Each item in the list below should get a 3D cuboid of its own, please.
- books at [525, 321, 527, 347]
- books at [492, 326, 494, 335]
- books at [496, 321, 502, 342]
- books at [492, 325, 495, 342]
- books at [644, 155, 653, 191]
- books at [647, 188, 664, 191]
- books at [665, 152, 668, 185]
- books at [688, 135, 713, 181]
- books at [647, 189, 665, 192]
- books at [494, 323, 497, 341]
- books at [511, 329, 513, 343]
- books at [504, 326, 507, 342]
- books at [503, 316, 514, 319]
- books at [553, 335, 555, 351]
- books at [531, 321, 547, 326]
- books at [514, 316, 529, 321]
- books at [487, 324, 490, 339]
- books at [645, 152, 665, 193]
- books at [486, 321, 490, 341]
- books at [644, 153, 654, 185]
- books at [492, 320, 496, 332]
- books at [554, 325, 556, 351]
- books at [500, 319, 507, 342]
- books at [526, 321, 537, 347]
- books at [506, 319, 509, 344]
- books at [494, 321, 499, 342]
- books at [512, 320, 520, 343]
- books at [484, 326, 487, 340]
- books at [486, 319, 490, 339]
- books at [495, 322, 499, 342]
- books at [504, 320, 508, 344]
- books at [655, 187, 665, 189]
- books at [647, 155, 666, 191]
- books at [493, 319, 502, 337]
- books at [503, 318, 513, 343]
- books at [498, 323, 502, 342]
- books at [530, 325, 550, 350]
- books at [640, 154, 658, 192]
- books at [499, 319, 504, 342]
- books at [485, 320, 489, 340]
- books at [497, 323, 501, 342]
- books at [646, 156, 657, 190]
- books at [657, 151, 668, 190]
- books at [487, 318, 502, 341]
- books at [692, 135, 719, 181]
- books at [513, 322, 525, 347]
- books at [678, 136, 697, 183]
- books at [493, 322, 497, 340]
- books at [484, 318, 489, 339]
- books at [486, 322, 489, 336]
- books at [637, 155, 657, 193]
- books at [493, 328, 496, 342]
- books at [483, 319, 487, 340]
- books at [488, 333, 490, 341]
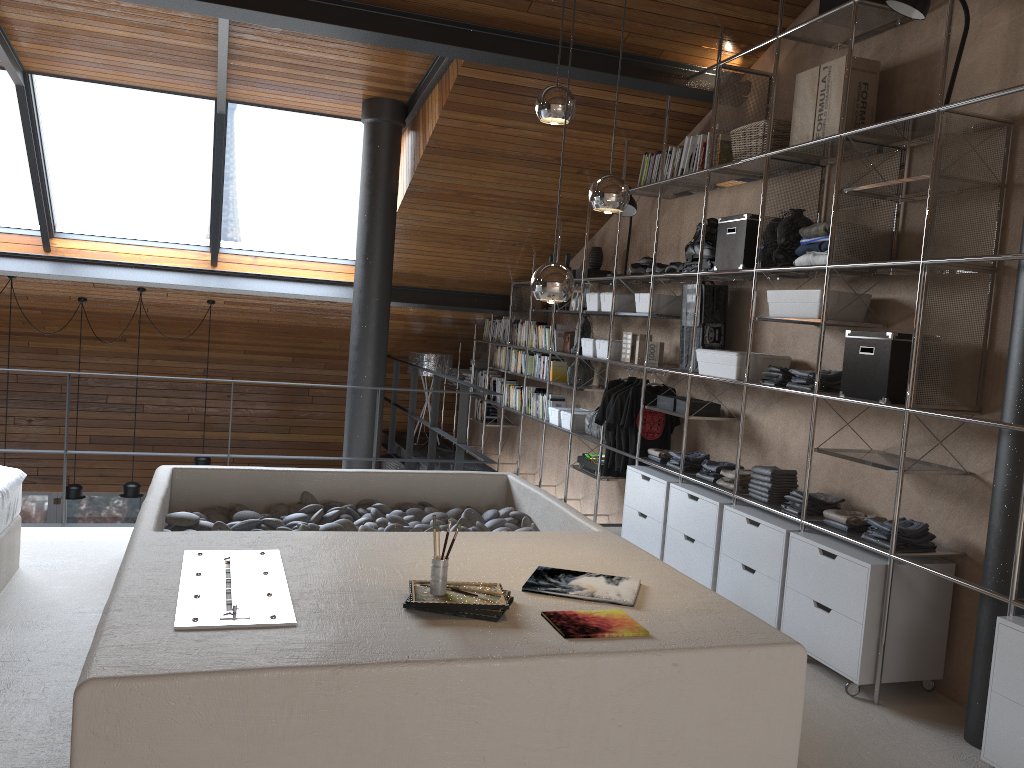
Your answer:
[{"bbox_3d":[0.184,-0.445,7.933,0.148,0.233,0.053,3,4,-19],"label":"books"},{"bbox_3d":[-0.143,-0.511,8.925,0.112,0.173,0.054,3,4,-19],"label":"books"},{"bbox_3d":[-0.076,-0.516,8.775,0.133,0.215,0.070,3,4,-18],"label":"books"},{"bbox_3d":[-0.139,-0.507,8.899,0.111,0.171,0.056,3,4,-19],"label":"books"},{"bbox_3d":[0.961,-1.405,5.901,0.148,0.229,0.073,3,4,-19],"label":"books"},{"bbox_3d":[0.965,-1.388,5.862,0.130,0.201,0.063,3,4,-19],"label":"books"},{"bbox_3d":[1.011,-1.367,5.644,0.111,0.194,0.059,3,4,-19],"label":"books"},{"bbox_3d":[1.169,-1.358,5.330,0.191,0.249,0.077,3,4,-18],"label":"books"},{"bbox_3d":[0.975,-1.403,5.893,0.148,0.229,0.073,3,4,-19],"label":"books"},{"bbox_3d":[-0.102,-0.512,8.846,0.138,0.189,0.065,3,4,-19],"label":"books"},{"bbox_3d":[0.061,-0.472,8.381,0.148,0.206,0.018,3,4,-19],"label":"books"},{"bbox_3d":[-0.002,-0.482,8.566,0.131,0.178,0.057,3,4,-19],"label":"books"},{"bbox_3d":[-0.038,-0.532,8.726,0.143,0.264,0.088,3,4,-19],"label":"books"},{"bbox_3d":[0.394,-0.352,7.323,0.119,0.166,0.072,3,4,-19],"label":"books"},{"bbox_3d":[0.240,-0.436,7.864,0.148,0.233,0.053,3,4,-19],"label":"books"},{"bbox_3d":[0.081,-0.500,8.354,0.143,0.268,0.020,3,4,-19],"label":"books"},{"bbox_3d":[-0.171,-0.541,9.111,0.146,0.208,0.071,3,4,-19],"label":"books"},{"bbox_3d":[0.963,-1.421,5.979,0.206,0.249,0.074,3,4,-19],"label":"books"},{"bbox_3d":[-0.187,-0.540,9.119,0.130,0.202,0.063,3,4,-19],"label":"books"},{"bbox_3d":[0.969,-1.401,5.875,0.160,0.228,0.080,3,4,-19],"label":"books"},{"bbox_3d":[-0.123,-0.533,8.949,0.161,0.220,0.074,3,4,-19],"label":"books"},{"bbox_3d":[0.423,-0.372,7.302,0.161,0.215,0.092,3,4,-19],"label":"books"},{"bbox_3d":[-0.027,-0.512,8.598,0.148,0.229,0.073,3,4,-19],"label":"books"},{"bbox_3d":[0.200,-0.441,7.888,0.148,0.233,0.053,3,4,-19],"label":"books"},{"bbox_3d":[0.024,-0.498,8.508,0.148,0.234,0.033,3,4,-19],"label":"books"},{"bbox_3d":[-0.094,-0.520,8.830,0.137,0.213,0.068,3,4,-19],"label":"books"},{"bbox_3d":[0.067,-0.482,8.335,0.129,0.231,0.010,3,4,-19],"label":"books"},{"bbox_3d":[-0.209,-0.543,9.198,0.131,0.178,0.057,3,4,-19],"label":"books"},{"bbox_3d":[-0.176,-0.554,9.146,0.160,0.228,0.080,3,4,-19],"label":"books"},{"bbox_3d":[-0.090,-0.514,8.817,0.131,0.202,0.068,3,4,-19],"label":"books"},{"bbox_3d":[0.012,-0.499,8.528,0.148,0.233,0.053,3,4,-19],"label":"books"},{"bbox_3d":[0.991,-1.381,5.788,0.130,0.201,0.063,3,4,-19],"label":"books"},{"bbox_3d":[0.974,-1.388,5.840,0.146,0.208,0.071,3,4,-19],"label":"books"},{"bbox_3d":[-0.119,-0.531,8.872,0.122,0.227,0.076,3,4,-19],"label":"books"},{"bbox_3d":[0.024,-0.511,8.601,0.191,0.249,0.077,3,4,-18],"label":"books"},{"bbox_3d":[-0.066,-0.506,8.749,0.123,0.201,0.071,3,4,-19],"label":"books"},{"bbox_3d":[0.294,-0.397,7.601,0.139,0.206,0.497,3,4,-19],"label":"books"},{"bbox_3d":[0.953,-1.408,5.939,0.169,0.229,0.077,3,4,-19],"label":"books"},{"bbox_3d":[-0.042,-0.516,8.641,0.148,0.229,0.073,3,4,-19],"label":"books"},{"bbox_3d":[-0.197,-0.553,9.185,0.149,0.202,0.067,3,4,-19],"label":"books"},{"bbox_3d":[-0.071,-0.503,8.766,0.126,0.194,0.064,3,4,-19],"label":"books"},{"bbox_3d":[0.958,-1.388,5.848,0.130,0.202,0.063,3,4,-19],"label":"books"},{"bbox_3d":[0.986,-1.394,5.793,0.129,0.226,0.069,3,4,-19],"label":"books"},{"bbox_3d":[-0.167,-0.553,9.077,0.143,0.233,0.081,3,4,-19],"label":"books"},{"bbox_3d":[1.177,-1.355,5.321,0.191,0.244,0.075,3,4,-18],"label":"books"},{"bbox_3d":[0.094,-0.463,8.229,0.131,0.216,0.509,3,4,-19],"label":"books"},{"bbox_3d":[1.108,-1.379,5.455,0.143,0.264,0.088,3,4,-19],"label":"books"},{"bbox_3d":[-0.124,-0.515,8.861,0.111,0.194,0.059,3,4,-19],"label":"books"},{"bbox_3d":[-0.192,-0.560,9.210,0.169,0.229,0.077,3,4,-19],"label":"books"},{"bbox_3d":[-0.184,-0.558,9.171,0.148,0.229,0.073,3,4,-19],"label":"books"},{"bbox_3d":[0.929,-1.412,5.960,0.148,0.229,0.073,3,4,-19],"label":"books"},{"bbox_3d":[-0.120,-0.504,8.858,0.112,0.173,0.054,3,4,-19],"label":"books"},{"bbox_3d":[-0.216,-0.565,9.231,0.148,0.229,0.073,3,4,-19],"label":"books"},{"bbox_3d":[-0.164,-0.529,9.002,0.127,0.197,0.063,3,4,-19],"label":"books"}]
